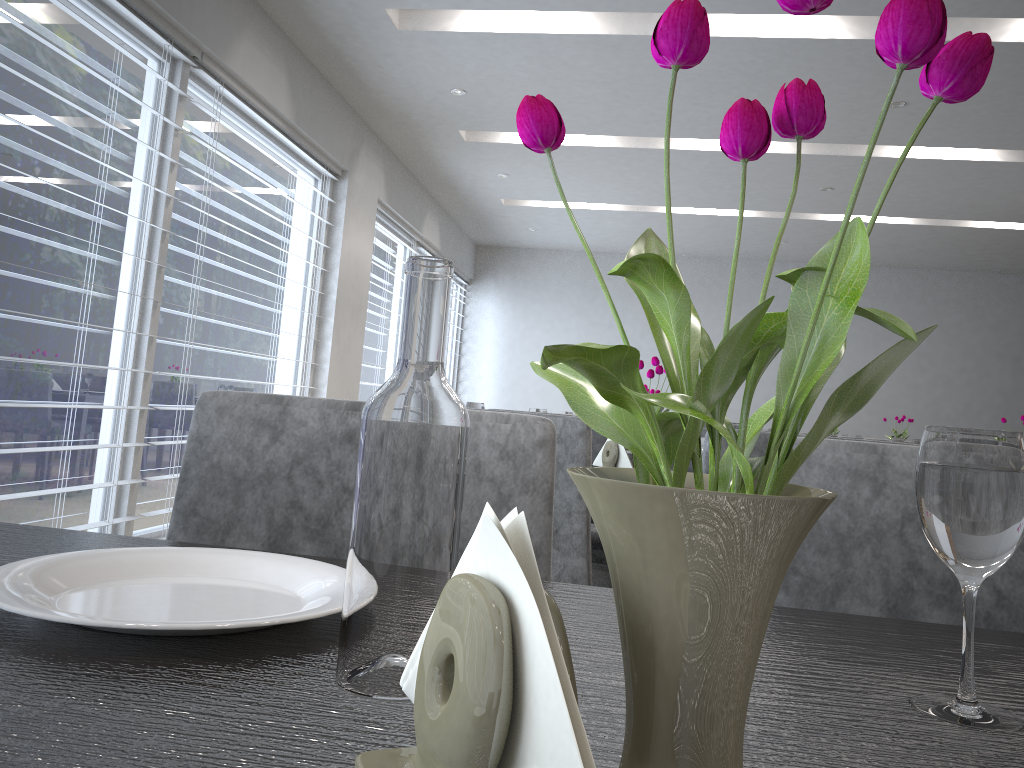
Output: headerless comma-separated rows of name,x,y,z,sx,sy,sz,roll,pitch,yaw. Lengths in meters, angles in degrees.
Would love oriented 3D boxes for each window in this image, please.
window,-1.721,-0.412,1.806,0.159,2.084,7.057,4,-2,8
window,-0.910,-0.181,7.710,0.159,2.086,3.635,4,-3,8

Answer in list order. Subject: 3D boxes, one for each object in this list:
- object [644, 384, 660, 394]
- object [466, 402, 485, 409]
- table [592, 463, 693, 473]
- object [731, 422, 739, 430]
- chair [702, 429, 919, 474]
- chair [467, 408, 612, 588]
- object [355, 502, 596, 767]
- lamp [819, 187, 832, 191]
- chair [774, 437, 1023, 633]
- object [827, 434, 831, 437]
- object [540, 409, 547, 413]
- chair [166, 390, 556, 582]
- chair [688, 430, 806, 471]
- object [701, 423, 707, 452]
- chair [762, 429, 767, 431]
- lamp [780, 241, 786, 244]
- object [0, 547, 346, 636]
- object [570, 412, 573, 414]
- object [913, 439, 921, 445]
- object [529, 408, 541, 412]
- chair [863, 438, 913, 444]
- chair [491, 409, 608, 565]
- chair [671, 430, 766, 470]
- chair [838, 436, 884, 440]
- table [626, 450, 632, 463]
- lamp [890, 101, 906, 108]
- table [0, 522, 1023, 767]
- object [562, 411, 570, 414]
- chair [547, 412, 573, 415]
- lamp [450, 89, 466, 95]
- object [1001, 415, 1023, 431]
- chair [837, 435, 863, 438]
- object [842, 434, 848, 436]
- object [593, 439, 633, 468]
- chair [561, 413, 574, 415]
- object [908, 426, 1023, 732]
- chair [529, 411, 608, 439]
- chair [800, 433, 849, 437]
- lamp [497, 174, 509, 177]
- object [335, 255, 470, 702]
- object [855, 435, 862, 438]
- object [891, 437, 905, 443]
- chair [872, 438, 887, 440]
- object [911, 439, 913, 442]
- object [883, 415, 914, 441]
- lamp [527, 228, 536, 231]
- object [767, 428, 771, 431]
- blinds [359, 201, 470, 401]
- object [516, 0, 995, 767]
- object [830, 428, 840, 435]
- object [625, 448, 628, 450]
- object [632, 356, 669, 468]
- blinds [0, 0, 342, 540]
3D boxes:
object,0.537,0.140,3.720,0.155,0.278,0.103,4,-6,6
object,-0.100,0.117,2.282,0.053,0.140,0.053,9,-7,-40
table,0.279,0.531,2.026,1.190,0.639,0.772,4,-3,8
object,0.485,0.155,1.956,0.053,0.140,0.053,8,-7,-34
chair,0.500,0.476,1.690,0.477,0.768,0.488,4,-5,3
chair,-0.028,0.434,1.709,0.477,0.768,0.488,3,-5,13
object,-0.005,0.089,0.283,0.070,0.100,0.202,6,-3,-22
lamp,2.240,-1.391,6.317,0.088,0.007,0.089,6,-2,-37
chair,0.357,0.433,0.570,0.477,0.768,0.488,3,-5,13
object,1.812,0.350,5.106,0.053,0.140,0.053,8,-7,-34
object,0.129,0.182,3.951,0.053,0.140,0.053,9,-7,-40
chair,-0.181,0.392,0.656,0.477,0.768,0.488,4,-5,3
chair,0.599,0.502,2.336,0.477,0.768,0.488,3,-5,13
object,0.470,0.161,2.199,0.053,0.140,0.053,9,-7,-40
chair,2.261,0.775,7.306,0.477,0.768,0.488,4,-5,3
lamp,2.502,-1.317,8.224,0.088,0.007,0.089,6,-2,-37
object,-0.193,0.123,0.523,0.216,0.015,0.216,5,-2,-14
object,0.360,0.248,5.632,0.053,0.140,0.053,8,-7,-34
object,1.582,0.285,3.430,0.053,0.140,0.053,9,-7,-40
object,0.089,0.171,3.663,0.053,0.140,0.053,9,-7,-40
chair,1.790,0.641,3.871,0.477,0.768,0.488,4,-5,3
chair,0.062,0.461,2.422,0.477,0.768,0.488,4,-5,3
chair,0.729,0.541,3.356,0.477,0.768,0.488,4,-5,3
chair,1.931,0.679,4.840,0.477,0.768,0.488,3,-5,13
table,0.508,0.596,3.691,1.190,0.639,0.772,4,-3,8
lamp,2.006,-1.458,4.614,0.088,0.007,0.089,6,-2,-37
table,0.037,0.462,0.259,1.190,0.639,0.772,4,-3,8
object,0.320,0.237,5.345,0.053,0.140,0.053,8,-7,-34
chair,0.290,0.526,4.088,0.477,0.768,0.488,4,-5,3
lamp,-0.302,-1.634,4.949,0.088,0.007,0.089,6,-2,-37
object,2.037,0.254,3.503,0.155,0.278,0.103,4,-6,6
chair,2.799,0.816,7.220,0.477,0.768,0.488,3,-5,13
object,2.665,0.474,7.084,0.053,0.140,0.053,8,-7,-34
object,0.237,0.158,2.050,0.070,0.100,0.202,6,-3,-22
chair,0.432,0.565,5.058,0.477,0.768,0.488,3,-5,13
object,0.229,0.092,0.442,0.053,0.140,0.053,8,-7,-34
chair,0.201,0.499,3.375,0.477,0.768,0.488,3,-5,13
chair,2.021,0.706,5.554,0.477,0.768,0.488,4,-5,3
lamp,-0.069,-1.568,6.651,0.088,0.007,0.089,6,-2,-37
object,-0.048,0.040,0.420,0.051,0.202,0.052,8,-6,-27
object,2.680,0.468,6.841,0.053,0.140,0.053,8,-7,-34
object,1.621,0.296,3.717,0.053,0.140,0.053,8,-7,-34
chair,2.700,0.790,6.574,0.477,0.768,0.488,4,-5,3
object,2.422,0.405,5.310,0.053,0.140,0.053,8,-7,-34
object,2.268,0.320,5.186,0.155,0.278,0.103,4,-6,6
lamp,0.193,-1.494,8.558,0.088,0.007,0.089,6,-2,-37
object,2.095,0.430,7.166,0.053,0.140,0.053,8,-7,-34
blinds,-0.803,-0.200,7.707,0.045,2.056,3.627,4,-3,8
object,0.066,0.006,0.288,0.155,0.278,0.103,4,-6,6
object,2.508,0.388,6.938,0.155,0.278,0.103,4,-6,6
object,0.466,0.223,3.716,0.070,0.100,0.202,6,-3,-22
object,0.309,0.075,2.054,0.155,0.278,0.103,4,-6,6
blinds,-1.616,-0.431,1.783,0.045,2.055,7.052,4,-2,8
